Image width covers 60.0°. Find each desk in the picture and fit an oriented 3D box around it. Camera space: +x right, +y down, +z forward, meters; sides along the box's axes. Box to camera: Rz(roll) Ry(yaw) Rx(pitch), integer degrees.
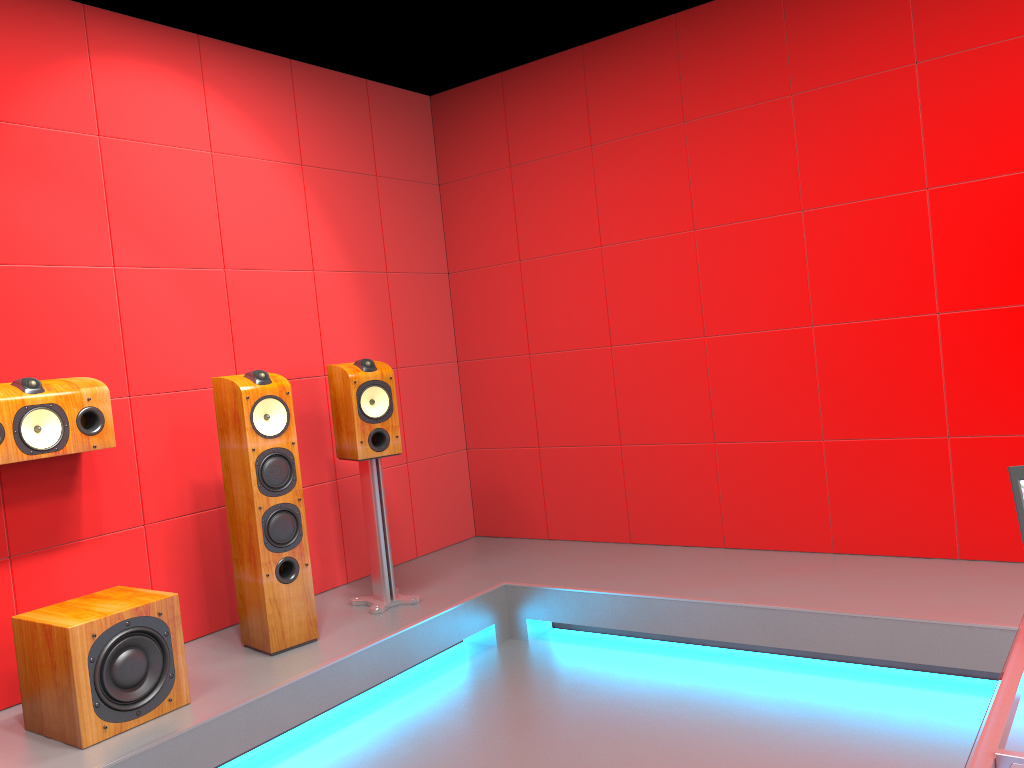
[{"bbox_3d":[0.854,0.803,1.006,0.594,0.690,1.617,-4,2,36],"label":"desk"}]

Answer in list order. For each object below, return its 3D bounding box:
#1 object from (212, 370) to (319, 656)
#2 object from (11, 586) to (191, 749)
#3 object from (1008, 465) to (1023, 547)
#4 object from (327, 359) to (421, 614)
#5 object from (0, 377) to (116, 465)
[{"bbox_3d":[-0.939,0.473,3.382,0.203,1.052,0.238,-8,3,-44],"label":"object"},{"bbox_3d":[-1.294,0.877,2.809,0.360,0.360,0.360,-4,2,36],"label":"object"},{"bbox_3d":[1.050,0.279,1.401,0.342,0.285,0.340,-6,2,6],"label":"object"},{"bbox_3d":[-0.601,0.421,3.813,0.231,1.058,0.265,-7,2,-34],"label":"object"},{"bbox_3d":[-1.636,0.116,2.973,0.235,0.271,0.493,-4,2,36],"label":"object"}]
